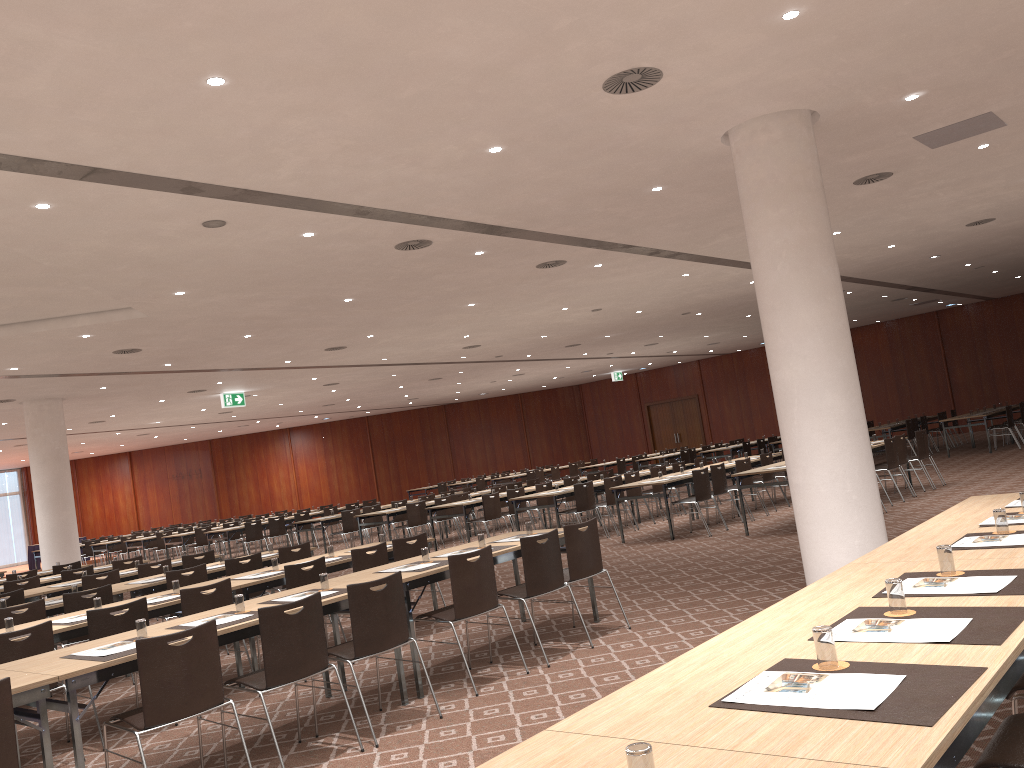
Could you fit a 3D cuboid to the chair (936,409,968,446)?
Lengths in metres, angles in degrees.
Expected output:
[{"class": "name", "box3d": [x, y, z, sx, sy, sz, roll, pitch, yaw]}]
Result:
[{"class": "chair", "box3d": [11.442, 1.149, 23.178, 0.614, 0.939, 0.535, -12, -5, 42]}]

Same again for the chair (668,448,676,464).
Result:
[{"class": "chair", "box3d": [4.963, 2.511, 27.851, 0.614, 0.939, 0.535, -12, -5, 42]}]

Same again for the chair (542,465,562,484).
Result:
[{"class": "chair", "box3d": [1.338, 3.153, 28.916, 0.614, 0.939, 0.535, -12, -5, 40]}]

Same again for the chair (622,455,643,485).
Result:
[{"class": "chair", "box3d": [3.612, 2.588, 26.153, 0.614, 0.939, 0.535, -12, -5, 41]}]

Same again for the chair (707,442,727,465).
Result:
[{"class": "chair", "box3d": [6.017, 2.217, 26.146, 0.614, 0.939, 0.535, -12, -5, 43]}]

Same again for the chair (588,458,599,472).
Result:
[{"class": "chair", "box3d": [2.760, 3.064, 30.596, 0.614, 0.939, 0.535, -12, -5, 38]}]

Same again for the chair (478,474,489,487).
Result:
[{"class": "chair", "box3d": [-1.143, 3.797, 32.287, 0.614, 0.939, 0.535, -12, -5, 43]}]

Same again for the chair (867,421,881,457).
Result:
[{"class": "chair", "box3d": [9.488, 1.509, 23.926, 0.614, 0.939, 0.535, -12, -5, 41]}]

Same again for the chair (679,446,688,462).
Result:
[{"class": "chair", "box3d": [5.424, 2.474, 28.293, 0.614, 0.939, 0.535, -12, -5, 42]}]

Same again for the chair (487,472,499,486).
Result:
[{"class": "chair", "box3d": [-0.671, 3.753, 32.656, 0.614, 0.939, 0.535, -12, -5, 38]}]

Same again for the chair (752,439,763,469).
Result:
[{"class": "chair", "box3d": [6.536, 1.939, 23.597, 0.614, 0.939, 0.535, -12, -5, 37]}]

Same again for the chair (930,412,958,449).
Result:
[{"class": "chair", "box3d": [10.931, 1.189, 22.676, 0.614, 0.939, 0.535, -12, -5, 40]}]

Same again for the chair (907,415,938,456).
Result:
[{"class": "chair", "box3d": [9.880, 1.263, 21.534, 0.614, 0.939, 0.535, -12, -5, 38]}]

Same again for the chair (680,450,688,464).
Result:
[{"class": "chair", "box3d": [4.666, 2.285, 24.342, 0.614, 0.939, 0.535, -12, -5, 42]}]

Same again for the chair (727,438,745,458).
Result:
[{"class": "chair", "box3d": [6.928, 2.151, 27.116, 0.614, 0.939, 0.535, -12, -5, 38]}]

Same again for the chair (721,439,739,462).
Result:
[{"class": "chair", "box3d": [6.574, 2.165, 26.596, 0.614, 0.939, 0.535, -12, -5, 37]}]

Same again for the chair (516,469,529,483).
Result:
[{"class": "chair", "box3d": [0.385, 3.464, 31.036, 0.614, 0.939, 0.535, -12, -5, 42]}]

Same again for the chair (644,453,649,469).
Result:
[{"class": "chair", "box3d": [3.872, 2.587, 26.662, 0.614, 0.939, 0.535, -12, -5, 43]}]

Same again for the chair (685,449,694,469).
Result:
[{"class": "chair", "box3d": [4.672, 2.285, 24.349, 0.614, 0.939, 0.535, -12, -5, 42]}]

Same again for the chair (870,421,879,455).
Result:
[{"class": "chair", "box3d": [9.851, 1.502, 24.564, 0.614, 0.939, 0.535, -12, -5, 40]}]

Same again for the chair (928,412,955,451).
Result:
[{"class": "chair", "box3d": [10.626, 1.201, 22.214, 0.614, 0.939, 0.535, -12, -5, 38]}]

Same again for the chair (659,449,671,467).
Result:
[{"class": "chair", "box3d": [4.630, 2.524, 27.355, 0.614, 0.939, 0.535, -12, -5, 39]}]

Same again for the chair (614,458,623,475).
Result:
[{"class": "chair", "box3d": [3.085, 2.637, 25.738, 0.614, 0.939, 0.535, -12, -5, 38]}]

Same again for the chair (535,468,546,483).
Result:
[{"class": "chair", "box3d": [0.813, 3.201, 28.486, 0.614, 0.939, 0.535, -12, -5, 40]}]

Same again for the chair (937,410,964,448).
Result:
[{"class": "chair", "box3d": [11.462, 1.148, 23.201, 0.614, 0.939, 0.535, -12, -5, 39]}]

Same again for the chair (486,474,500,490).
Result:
[{"class": "chair", "box3d": [-0.634, 3.514, 29.643, 0.614, 0.939, 0.535, -12, -5, 38]}]

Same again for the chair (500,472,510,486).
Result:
[{"class": "chair", "box3d": [-0.288, 3.507, 30.241, 0.614, 0.939, 0.535, -12, -5, 40]}]

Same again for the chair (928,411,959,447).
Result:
[{"class": "chair", "box3d": [10.988, 1.186, 22.743, 0.614, 0.939, 0.535, -12, -5, 37]}]

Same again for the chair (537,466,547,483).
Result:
[{"class": "chair", "box3d": [0.944, 3.406, 31.396, 0.614, 0.939, 0.535, -12, -5, 37]}]

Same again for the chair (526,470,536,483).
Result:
[{"class": "chair", "box3d": [0.519, 3.196, 27.838, 0.614, 0.939, 0.535, -12, -5, 38]}]

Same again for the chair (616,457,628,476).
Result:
[{"class": "chair", "box3d": [3.093, 2.637, 25.748, 0.614, 0.939, 0.535, -12, -5, 41]}]

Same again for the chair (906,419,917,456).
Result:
[{"class": "chair", "box3d": [9.062, 1.307, 20.468, 0.614, 0.939, 0.535, -12, -5, 38]}]

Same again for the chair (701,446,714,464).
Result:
[{"class": "chair", "box3d": [5.450, 2.236, 25.268, 0.614, 0.939, 0.535, -12, -5, 41]}]

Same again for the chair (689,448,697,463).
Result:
[{"class": "chair", "box3d": [4.979, 2.281, 24.914, 0.614, 0.939, 0.535, -12, -5, 39]}]

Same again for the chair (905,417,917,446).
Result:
[{"class": "chair", "box3d": [9.422, 1.293, 21.001, 0.614, 0.939, 0.535, -12, -5, 42]}]

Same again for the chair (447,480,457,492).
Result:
[{"class": "chair", "box3d": [-2.174, 3.862, 31.069, 0.614, 0.939, 0.535, -12, -5, 38]}]

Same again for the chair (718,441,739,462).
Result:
[{"class": "chair", "box3d": [6.532, 2.168, 26.546, 0.614, 0.939, 0.535, -12, -5, 40]}]

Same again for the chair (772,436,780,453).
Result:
[{"class": "chair", "box3d": [7.028, 1.900, 24.076, 0.614, 0.939, 0.535, -12, -5, 41]}]

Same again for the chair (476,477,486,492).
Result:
[{"class": "chair", "box3d": [-1.109, 3.558, 29.270, 0.614, 0.939, 0.535, -12, -5, 39]}]

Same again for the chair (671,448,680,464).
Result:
[{"class": "chair", "box3d": [5.014, 2.508, 27.911, 0.614, 0.939, 0.535, -12, -5, 39]}]

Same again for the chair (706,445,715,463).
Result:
[{"class": "chair", "box3d": [5.503, 2.233, 25.331, 0.614, 0.939, 0.535, -12, -5, 37]}]

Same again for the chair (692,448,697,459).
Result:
[{"class": "chair", "box3d": [4.965, 2.282, 24.897, 0.614, 0.939, 0.535, -12, -5, 43]}]

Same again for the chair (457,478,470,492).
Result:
[{"class": "chair", "box3d": [-1.714, 3.818, 31.423, 0.614, 0.939, 0.535, -12, -5, 38]}]

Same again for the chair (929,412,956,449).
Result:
[{"class": "chair", "box3d": [10.639, 1.200, 22.229, 0.614, 0.939, 0.535, -12, -5, 41]}]

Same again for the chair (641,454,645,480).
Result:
[{"class": "chair", "box3d": [3.859, 2.588, 26.647, 0.614, 0.939, 0.535, -12, -5, 38]}]

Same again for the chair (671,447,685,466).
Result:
[{"class": "chair", "box3d": [5.425, 2.474, 28.295, 0.614, 0.939, 0.535, -12, -5, 38]}]

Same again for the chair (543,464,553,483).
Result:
[{"class": "chair", "box3d": [1.285, 3.393, 31.910, 0.614, 0.939, 0.535, -12, -5, 43]}]

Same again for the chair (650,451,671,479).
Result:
[{"class": "chair", "box3d": [4.595, 2.526, 27.314, 0.614, 0.939, 0.535, -12, -5, 40]}]

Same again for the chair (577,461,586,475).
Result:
[{"class": "chair", "box3d": [2.284, 3.108, 30.222, 0.614, 0.939, 0.535, -12, -5, 40]}]

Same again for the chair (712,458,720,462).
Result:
[{"class": "chair", "box3d": [6.022, 2.216, 26.153, 0.614, 0.939, 0.535, -12, -5, 42]}]

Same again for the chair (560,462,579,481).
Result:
[{"class": "chair", "box3d": [1.964, 3.105, 29.545, 0.614, 0.939, 0.535, -12, -5, 42]}]

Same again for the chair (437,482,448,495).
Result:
[{"class": "chair", "box3d": [-2.456, 3.856, 30.436, 0.614, 0.939, 0.535, -12, -5, 40]}]

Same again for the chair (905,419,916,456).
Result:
[{"class": "chair", "box3d": [9.069, 1.307, 20.476, 0.614, 0.939, 0.535, -12, -5, 41]}]

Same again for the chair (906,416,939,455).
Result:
[{"class": "chair", "box3d": [9.923, 1.261, 21.585, 0.614, 0.939, 0.535, -12, -5, 42]}]

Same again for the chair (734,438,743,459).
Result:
[{"class": "chair", "box3d": [6.872, 2.155, 27.049, 0.614, 0.939, 0.535, -12, -5, 42]}]

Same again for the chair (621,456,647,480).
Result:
[{"class": "chair", "box3d": [3.575, 2.591, 26.109, 0.614, 0.939, 0.535, -12, -5, 39]}]

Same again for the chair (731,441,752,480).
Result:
[{"class": "chair", "box3d": [6.027, 1.979, 23.102, 0.614, 0.939, 0.535, -12, -5, 38]}]

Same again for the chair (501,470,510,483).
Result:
[{"class": "chair", "box3d": [-0.269, 3.742, 33.319, 0.614, 0.939, 0.535, -12, -5, 41]}]
